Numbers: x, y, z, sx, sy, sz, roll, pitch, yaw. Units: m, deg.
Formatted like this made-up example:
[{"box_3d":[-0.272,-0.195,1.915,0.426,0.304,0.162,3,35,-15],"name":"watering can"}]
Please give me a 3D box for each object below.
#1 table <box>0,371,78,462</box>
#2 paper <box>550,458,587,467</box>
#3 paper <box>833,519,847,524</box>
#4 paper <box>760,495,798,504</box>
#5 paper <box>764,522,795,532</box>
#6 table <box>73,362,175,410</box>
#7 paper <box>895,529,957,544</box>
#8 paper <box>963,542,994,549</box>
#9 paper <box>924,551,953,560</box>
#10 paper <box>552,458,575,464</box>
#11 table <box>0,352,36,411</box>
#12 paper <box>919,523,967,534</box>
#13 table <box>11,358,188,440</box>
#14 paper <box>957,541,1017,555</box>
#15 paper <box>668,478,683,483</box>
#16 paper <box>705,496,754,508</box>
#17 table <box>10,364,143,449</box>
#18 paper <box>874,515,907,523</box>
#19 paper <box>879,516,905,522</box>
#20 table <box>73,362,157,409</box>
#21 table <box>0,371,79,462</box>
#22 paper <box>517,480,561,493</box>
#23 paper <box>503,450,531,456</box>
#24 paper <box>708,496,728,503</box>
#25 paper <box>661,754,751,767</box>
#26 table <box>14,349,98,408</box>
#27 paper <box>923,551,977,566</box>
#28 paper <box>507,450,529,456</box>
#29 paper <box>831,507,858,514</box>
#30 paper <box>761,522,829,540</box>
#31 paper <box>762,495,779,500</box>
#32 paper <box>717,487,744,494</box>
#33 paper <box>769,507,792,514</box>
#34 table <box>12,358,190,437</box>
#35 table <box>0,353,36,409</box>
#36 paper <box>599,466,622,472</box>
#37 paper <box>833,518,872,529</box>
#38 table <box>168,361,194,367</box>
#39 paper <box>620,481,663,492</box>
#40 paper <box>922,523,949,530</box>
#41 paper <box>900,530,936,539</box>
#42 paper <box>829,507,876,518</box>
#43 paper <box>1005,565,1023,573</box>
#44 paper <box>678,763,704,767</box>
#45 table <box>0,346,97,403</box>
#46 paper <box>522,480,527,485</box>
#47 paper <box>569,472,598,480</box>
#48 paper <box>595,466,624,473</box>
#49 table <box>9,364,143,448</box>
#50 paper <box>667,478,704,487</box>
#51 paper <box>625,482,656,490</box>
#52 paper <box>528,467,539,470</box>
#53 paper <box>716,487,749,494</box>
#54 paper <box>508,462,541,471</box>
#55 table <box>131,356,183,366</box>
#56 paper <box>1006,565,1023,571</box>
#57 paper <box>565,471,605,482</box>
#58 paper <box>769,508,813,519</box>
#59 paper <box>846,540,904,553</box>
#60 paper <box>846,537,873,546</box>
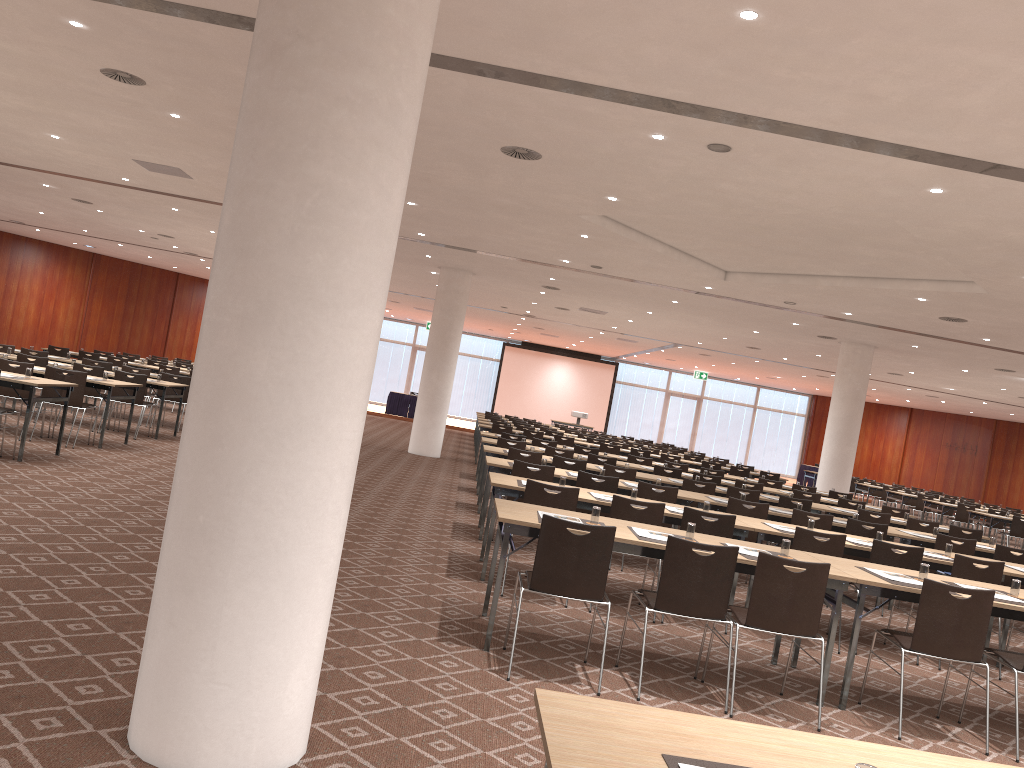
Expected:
[{"box_3d":[-6.125,0.212,9.616,2.267,0.833,0.953,10,0,-3],"name":"table"},{"box_3d":[0.743,1.043,11.794,0.460,0.003,0.565,10,-1,-2],"name":"paper"},{"box_3d":[3.641,1.532,9.969,0.283,0.006,0.398,10,-1,-3],"name":"paper"},{"box_3d":[3.603,1.555,11.922,0.460,0.003,0.565,10,-1,-4],"name":"paper"},{"box_3d":[2.454,1.293,7.940,0.283,0.006,0.398,10,-1,-1],"name":"paper"},{"box_3d":[-6.399,0.241,15.610,2.267,0.833,0.953,10,0,-3],"name":"table"},{"box_3d":[4.665,1.719,9.970,0.460,0.003,0.565,10,-1,-3],"name":"paper"},{"box_3d":[5.255,1.821,10.049,0.283,0.006,0.398,10,-1,-6],"name":"paper"},{"box_3d":[3.746,1.525,7.997,0.283,0.006,0.398,10,-1,-3],"name":"paper"},{"box_3d":[0.694,1.030,11.850,0.283,0.006,0.398,10,-1,-4],"name":"paper"},{"box_3d":[-8.540,-0.169,13.508,2.267,0.833,0.953,10,0,-3],"name":"table"},{"box_3d":[5.833,1.954,12.011,0.460,0.003,0.565,10,-1,-4],"name":"paper"},{"box_3d":[-6.308,0.232,13.612,2.267,0.833,0.953,10,0,-3],"name":"table"},{"box_3d":[5.308,1.834,9.999,0.460,0.003,0.565,10,-1,-1],"name":"paper"},{"box_3d":[2.277,1.314,11.941,0.283,0.006,0.398,10,-1,-1],"name":"paper"},{"box_3d":[2.433,1.319,9.865,0.460,0.003,0.565,10,-1,-1],"name":"paper"},{"box_3d":[-6.216,0.222,11.614,2.267,0.833,0.953,10,0,-3],"name":"table"},{"box_3d":[5.203,1.842,11.994,0.460,0.003,0.565,10,-1,-3],"name":"paper"},{"box_3d":[5.149,1.829,12.049,0.283,0.006,0.398,10,-1,-5],"name":"paper"},{"box_3d":[-6.399,0.241,15.610,2.267,0.833,0.953,10,0,-3],"name":"table"},{"box_3d":[-6.125,0.212,9.616,2.267,0.833,0.953,10,0,-3],"name":"table"},{"box_3d":[0.274,0.906,7.778,0.460,0.003,0.565,10,-1,-1],"name":"paper"},{"box_3d":[0.113,0.929,11.756,0.460,0.003,0.565,10,-1,-3],"name":"paper"},{"box_3d":[2.388,1.308,9.942,0.283,0.006,0.398,10,-1,-3],"name":"paper"},{"box_3d":[0.583,0.882,1.749,0.460,0.003,0.565,10,-1,-3],"name":"paper"},{"box_3d":[-8.632,-0.159,15.506,2.267,0.833,0.953,10,0,-3],"name":"table"},{"box_3d":[3.791,1.536,7.934,0.460,0.003,0.565,10,-1,-3],"name":"paper"},{"box_3d":[0.073,0.919,11.826,0.283,0.006,0.398,10,-1,-2],"name":"paper"},{"box_3d":[4.516,1.715,12.022,0.283,0.006,0.398,10,-1,-4],"name":"paper"},{"box_3d":[2.519,1.308,7.859,0.460,0.003,0.565,10,-1,-2],"name":"paper"},{"box_3d":[3.547,1.542,11.983,0.283,0.006,0.398,10,-1,-3],"name":"paper"},{"box_3d":[2.938,1.432,11.949,0.283,0.006,0.398,10,-1,-4],"name":"paper"},{"box_3d":[3.005,1.418,9.956,0.283,0.006,0.398,10,-1,-3],"name":"paper"},{"box_3d":[-6.308,0.232,13.612,2.267,0.833,0.953,10,0,-3],"name":"table"},{"box_3d":[-8.540,-0.169,13.508,2.267,0.833,0.953,10,0,-3],"name":"table"},{"box_3d":[1.322,1.143,11.862,0.283,0.006,0.398,10,-1,-2],"name":"paper"},{"box_3d":[3.725,1.551,9.937,0.460,0.003,0.565,10,-1,0],"name":"paper"},{"box_3d":[-9.066,-0.111,24.995,2.267,0.833,0.953,10,0,-3],"name":"table"},{"box_3d":[1.457,1.144,9.824,0.460,0.003,0.565,10,-1,-2],"name":"paper"},{"box_3d":[5.805,1.947,12.104,0.283,0.006,0.398,10,-1,-1],"name":"paper"},{"box_3d":[4.598,1.704,10.034,0.283,0.006,0.398,10,-1,-2],"name":"paper"},{"box_3d":[4.587,1.731,11.975,0.460,0.003,0.565,10,-1,-3],"name":"paper"},{"box_3d":[4.734,1.705,7.974,0.460,0.003,0.565,10,-1,-1],"name":"paper"},{"box_3d":[0.520,0.867,1.780,0.283,0.006,0.398,10,-1,-3],"name":"paper"},{"box_3d":[-8.632,-0.159,15.506,2.267,0.833,0.953,10,0,-3],"name":"table"},{"box_3d":[0.230,0.895,7.844,0.283,0.006,0.398,10,-1,-1],"name":"paper"},{"box_3d":[0.790,1.021,9.855,0.283,0.006,0.398,10,-1,-4],"name":"paper"},{"box_3d":[1.362,1.153,11.818,0.460,0.003,0.565,10,-1,-3],"name":"paper"},{"box_3d":[-6.216,0.222,11.614,2.267,0.833,0.953,10,0,-3],"name":"table"},{"box_3d":[2.352,1.331,11.864,0.460,0.003,0.565,10,-1,-2],"name":"paper"},{"box_3d":[1.425,1.135,9.881,0.283,0.006,0.398,10,-1,-5],"name":"paper"},{"box_3d":[0.152,0.907,9.820,0.283,0.006,0.398,10,-1,-1],"name":"paper"},{"box_3d":[2.984,1.444,11.869,0.460,0.003,0.565,10,-1,-2],"name":"paper"},{"box_3d":[0.189,0.917,9.742,0.460,0.003,0.565,10,-1,-3],"name":"paper"},{"box_3d":[-8.975,-0.121,22.998,2.267,0.833,0.953,10,0,-3],"name":"table"},{"box_3d":[4.696,1.695,8.023,0.283,0.006,0.398,10,-1,-3],"name":"paper"},{"box_3d":[0.832,1.032,9.821,0.460,0.003,0.565,10,-1,0],"name":"paper"},{"box_3d":[3.056,1.431,9.914,0.460,0.003,0.565,10,-1,-1],"name":"paper"},{"box_3d":[3.161,1.423,7.895,0.460,0.003,0.565,10,-1,-4],"name":"paper"},{"box_3d":[3.130,1.414,7.965,0.283,0.006,0.398,10,-1,-2],"name":"paper"}]
